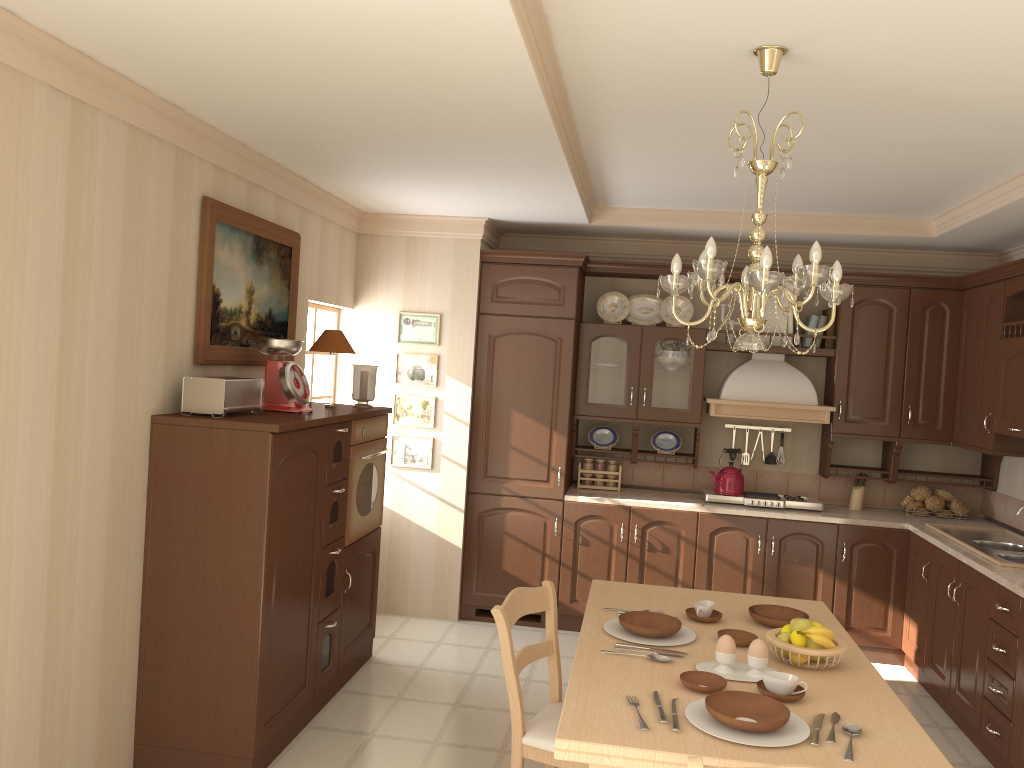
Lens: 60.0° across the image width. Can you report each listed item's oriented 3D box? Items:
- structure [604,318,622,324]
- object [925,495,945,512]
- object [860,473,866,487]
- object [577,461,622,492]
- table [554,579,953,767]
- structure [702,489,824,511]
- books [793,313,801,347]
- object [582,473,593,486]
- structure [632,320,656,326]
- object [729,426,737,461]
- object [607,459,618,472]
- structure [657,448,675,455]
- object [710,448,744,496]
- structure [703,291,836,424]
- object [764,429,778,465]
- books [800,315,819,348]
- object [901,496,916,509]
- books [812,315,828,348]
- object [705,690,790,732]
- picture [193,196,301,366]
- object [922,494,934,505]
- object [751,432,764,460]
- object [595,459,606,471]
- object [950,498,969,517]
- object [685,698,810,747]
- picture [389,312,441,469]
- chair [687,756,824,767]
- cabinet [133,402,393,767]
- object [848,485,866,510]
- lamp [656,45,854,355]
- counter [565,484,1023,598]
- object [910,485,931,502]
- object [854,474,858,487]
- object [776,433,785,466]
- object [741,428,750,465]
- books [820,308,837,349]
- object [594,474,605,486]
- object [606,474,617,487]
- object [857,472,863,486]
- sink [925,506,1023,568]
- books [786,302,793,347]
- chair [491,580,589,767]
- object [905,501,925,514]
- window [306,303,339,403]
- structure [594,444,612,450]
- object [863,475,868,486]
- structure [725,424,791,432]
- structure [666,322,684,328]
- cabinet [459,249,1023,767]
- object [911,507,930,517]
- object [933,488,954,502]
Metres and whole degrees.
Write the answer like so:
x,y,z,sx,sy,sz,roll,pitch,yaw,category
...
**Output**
x,y,z,sx,sy,sz,roll,pitch,yaw,category
0.660,-0.452,5.776,0.110,0.126,0.080,4,1,8,structure
2.605,0.737,5.468,0.110,0.102,0.115,5,2,37,object
2.216,0.665,5.623,0.053,0.198,0.027,3,1,-8,object
0.572,0.604,5.828,0.276,0.170,0.140,4,1,4,object
0.632,1.216,2.753,0.900,0.774,1.567,4,1,8,table
1.562,0.720,5.539,0.710,0.054,0.325,4,1,8,structure
1.816,-0.369,5.691,0.068,0.271,0.194,4,1,8,books
0.495,0.627,5.832,0.068,0.088,0.068,4,2,24,object
0.865,-0.440,5.802,0.154,0.126,0.080,4,1,8,structure
1.459,0.393,5.836,0.048,0.231,0.015,4,1,10,object
0.657,0.537,5.819,0.068,0.088,0.068,4,2,24,object
1.009,0.393,5.795,0.110,0.126,0.080,4,1,8,structure
1.354,0.542,5.521,0.181,0.282,0.227,4,2,31,object
1.630,-0.204,5.603,0.753,0.845,0.455,4,1,8,structure
1.703,0.412,5.816,0.088,0.236,0.028,4,1,8,object
1.899,-0.332,5.673,0.086,0.209,0.205,4,1,8,books
2.499,0.748,5.576,0.123,0.109,0.092,3,2,-24,object
1.949,-0.328,5.657,0.080,0.209,0.205,4,1,8,books
0.579,0.815,2.189,0.204,0.042,0.204,3,2,-22,object
-1.187,-0.426,4.087,0.036,0.687,0.990,4,1,8,picture
2.607,0.726,5.569,0.113,0.092,0.110,3,2,-30,object
1.616,0.409,5.815,0.089,0.195,0.005,4,1,8,object
0.579,0.532,5.824,0.068,0.088,0.068,4,2,24,object
2.747,0.759,5.447,0.117,0.106,0.097,3,2,-36,object
0.579,0.833,2.189,0.299,0.009,0.299,3,1,-13,object
-0.604,0.039,5.519,0.268,0.964,0.010,4,1,8,picture
0.574,1.196,2.073,0.462,0.846,0.517,4,1,1,chair
-1.024,0.796,4.057,0.538,1.349,1.513,4,1,8,cabinet
2.199,0.720,5.633,0.151,0.148,0.078,2,2,-44,object
0.743,-0.585,2.645,0.501,0.982,0.502,3,2,-22,lamp
1.519,0.794,4.646,2.603,0.034,2.422,4,1,8,counter
2.545,0.681,5.523,0.118,0.105,0.100,4,1,3,object
2.183,0.667,5.640,0.053,0.198,0.027,3,1,-8,object
1.760,0.427,5.794,0.049,0.219,0.049,3,1,-14,object
1.540,0.410,5.828,0.051,0.245,0.003,4,1,8,object
2.015,-0.347,5.650,0.052,0.254,0.205,4,1,8,books
0.573,0.632,5.827,0.068,0.088,0.068,4,2,24,object
0.651,0.637,5.822,0.068,0.088,0.068,4,2,24,object
2.209,0.658,5.655,0.052,0.191,0.027,3,2,-36,object
2.538,0.774,4.566,0.448,0.348,1.077,4,1,8,sink
1.778,-0.389,5.690,0.042,0.305,0.194,4,1,8,books
0.217,1.151,2.996,0.517,0.846,0.462,4,2,25,chair
2.501,0.768,5.505,0.114,0.092,0.104,3,2,-35,object
-1.201,0.079,5.225,0.050,1.100,0.765,4,1,8,window
0.604,0.366,5.856,0.110,0.126,0.080,4,1,8,structure
2.241,0.656,5.651,0.050,0.159,0.022,3,2,-22,object
1.614,0.289,5.821,0.422,0.020,0.008,4,1,8,structure
1.055,-0.426,5.718,0.110,0.126,0.080,4,1,8,structure
1.244,0.437,4.692,3.226,2.313,2.436,4,1,8,cabinet
2.543,0.790,5.521,0.114,0.058,0.119,3,2,-27,object
2.686,0.692,5.520,0.112,0.078,0.125,4,1,3,object
